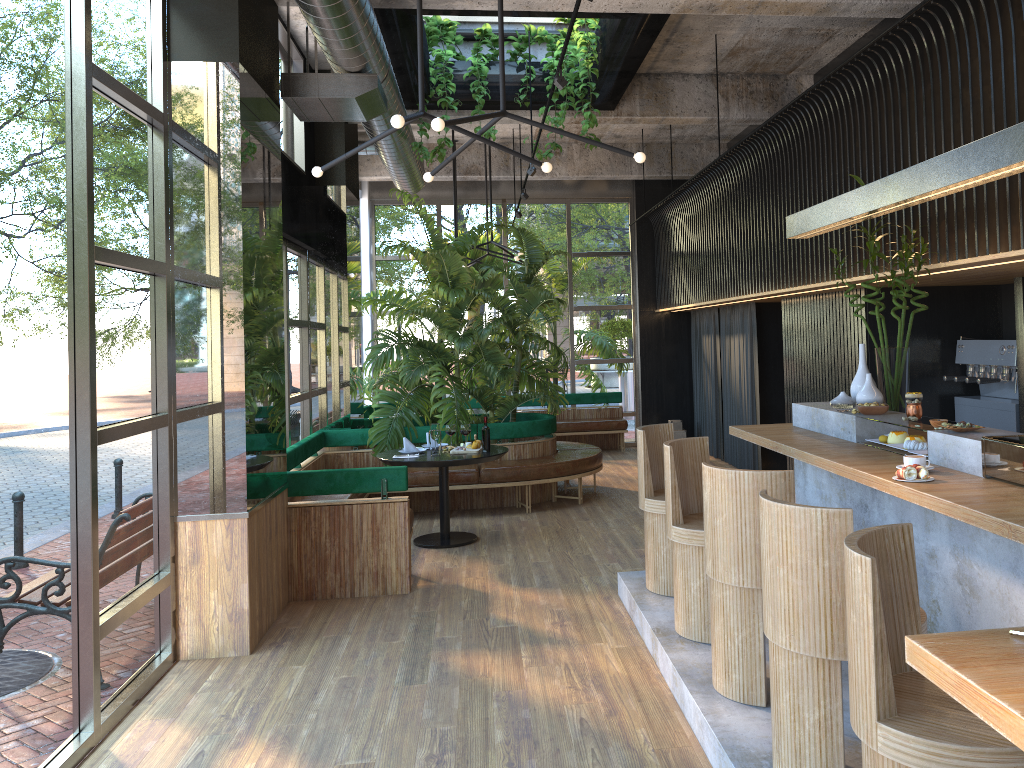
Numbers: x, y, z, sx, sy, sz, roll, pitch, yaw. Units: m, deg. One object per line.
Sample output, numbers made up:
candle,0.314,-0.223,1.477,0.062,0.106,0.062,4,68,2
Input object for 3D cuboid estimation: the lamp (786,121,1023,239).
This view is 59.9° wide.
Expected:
lamp,3.271,-1.938,2.986,5.067,2.132,6.632,-2,3,-10

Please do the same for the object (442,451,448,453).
object,-0.559,0.569,7.461,0.063,0.013,0.146,-2,3,-8

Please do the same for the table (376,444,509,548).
table,-0.571,0.949,7.493,1.152,0.750,1.049,-3,2,-36

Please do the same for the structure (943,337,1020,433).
structure,3.801,0.422,6.917,0.555,1.594,0.830,-2,-1,-4

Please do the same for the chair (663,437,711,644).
chair,1.078,0.789,4.627,0.571,0.969,0.524,-1,-1,-30

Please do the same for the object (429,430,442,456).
object,-0.629,0.483,7.270,0.101,0.209,0.110,-2,-1,30

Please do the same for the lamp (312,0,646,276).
lamp,1.416,-2.067,3.721,5.139,1.822,18.732,-2,3,-2

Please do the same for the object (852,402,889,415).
object,2.023,0.136,5.022,0.190,0.073,0.231,-1,3,16

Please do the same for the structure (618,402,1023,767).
structure,3.729,0.570,2.822,5.909,1.729,7.059,-2,3,-4

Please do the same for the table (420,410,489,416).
table,-0.718,0.755,11.406,1.142,0.750,1.058,-2,2,-25

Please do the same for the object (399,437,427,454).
object,-0.842,0.517,7.510,0.241,0.139,0.225,-2,2,-21

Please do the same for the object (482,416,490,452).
object,-0.219,0.418,7.426,0.067,0.299,0.069,-2,-1,12

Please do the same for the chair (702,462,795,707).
chair,1.123,0.826,3.886,0.532,0.969,0.562,-2,0,19

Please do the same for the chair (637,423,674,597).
chair,1.049,0.749,5.430,0.544,0.969,0.551,-2,0,5

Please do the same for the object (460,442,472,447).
object,-0.360,0.522,7.639,0.194,0.038,0.063,0,2,29

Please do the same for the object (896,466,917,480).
object,1.645,0.370,3.709,0.062,0.059,0.072,-2,1,-14

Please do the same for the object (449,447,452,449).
object,-0.527,0.551,7.596,0.033,0.032,0.037,-2,1,-7

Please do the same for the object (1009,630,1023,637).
object,1.054,0.504,1.768,0.030,0.027,0.130,-2,3,-26

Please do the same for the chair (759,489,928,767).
chair,1.150,0.866,3.077,0.574,0.969,0.520,-1,-1,-44

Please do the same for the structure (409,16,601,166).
structure,0.104,-2.834,8.572,2.098,1.516,1.462,-1,1,24

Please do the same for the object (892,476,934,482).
object,1.683,0.397,3.724,0.165,0.005,0.169,-1,3,7

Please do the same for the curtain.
curtain,2.753,-0.022,11.701,0.123,2.058,3.244,-1,2,-2

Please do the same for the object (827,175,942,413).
object,2.234,-0.471,5.289,0.644,1.550,0.610,-2,-1,34

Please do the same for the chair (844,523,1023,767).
chair,1.165,0.905,2.312,0.521,0.969,0.574,-2,-1,42

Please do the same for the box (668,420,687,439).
box,2.358,0.744,12.797,0.340,0.442,0.273,-2,0,-16

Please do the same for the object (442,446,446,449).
object,-0.588,0.553,7.679,0.024,0.025,0.047,-1,2,15

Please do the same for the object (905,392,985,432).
object,2.070,0.135,4.407,0.211,0.134,0.804,-2,3,4

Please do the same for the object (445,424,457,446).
object,-0.537,0.458,7.792,0.105,0.201,0.099,-1,-1,-16

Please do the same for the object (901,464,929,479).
object,1.697,0.367,3.731,0.073,0.060,0.125,-2,2,-35

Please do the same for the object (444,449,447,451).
object,-0.566,0.561,7.562,0.033,0.019,0.038,-1,2,8

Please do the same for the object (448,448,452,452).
object,-0.524,0.556,7.506,0.032,0.031,0.040,-1,1,21

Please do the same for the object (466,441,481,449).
object,-0.328,0.513,7.541,0.099,0.064,0.162,-3,3,-33

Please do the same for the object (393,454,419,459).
object,-0.842,0.585,7.252,0.258,0.019,0.156,-2,3,-6

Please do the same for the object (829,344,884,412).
object,2.077,-0.039,5.275,0.304,0.397,0.332,-1,0,44

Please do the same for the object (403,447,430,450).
object,-0.850,0.559,7.756,0.165,0.019,0.243,-4,4,-44

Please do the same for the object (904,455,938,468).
object,1.804,0.348,3.928,0.137,0.064,0.107,-3,2,-25

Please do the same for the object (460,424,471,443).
object,-0.405,0.455,7.766,0.105,0.201,0.099,-1,-1,-16

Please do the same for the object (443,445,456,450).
object,-0.534,0.550,7.658,0.097,0.028,0.129,-1,3,11

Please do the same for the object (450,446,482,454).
object,-0.374,0.556,7.539,0.237,0.019,0.356,-1,3,6

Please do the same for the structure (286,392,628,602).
structure,1.294,0.706,3.389,6.093,1.548,19.932,-2,3,-3

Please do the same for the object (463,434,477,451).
object,-0.353,0.489,7.449,0.144,0.124,0.096,-2,0,-24

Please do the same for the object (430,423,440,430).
object,-0.643,0.456,7.437,0.096,0.245,0.089,-1,-1,-22

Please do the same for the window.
window,0.110,-1.730,3.301,4.182,6.490,20.178,-2,2,-2

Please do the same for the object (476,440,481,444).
object,-0.306,0.518,7.743,0.059,0.072,0.207,-2,2,-12

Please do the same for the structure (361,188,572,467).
structure,-0.529,-0.456,9.869,2.508,3.436,2.587,-2,0,-20

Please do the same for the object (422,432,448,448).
object,-0.681,0.495,7.853,0.241,0.139,0.225,-2,2,-21

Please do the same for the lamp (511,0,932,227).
lamp,0.246,-2.402,7.852,3.836,1.530,9.921,-2,3,-5

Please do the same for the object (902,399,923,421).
object,2.097,0.135,4.664,0.086,0.107,0.161,-1,1,42

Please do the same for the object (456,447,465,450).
object,-0.431,0.542,7.528,0.102,0.013,0.221,-2,3,2

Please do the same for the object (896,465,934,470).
object,1.783,0.377,3.927,0.163,0.020,0.158,-2,3,-8

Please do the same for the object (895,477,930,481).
object,1.682,0.395,3.720,0.117,0.005,0.126,0,4,35
